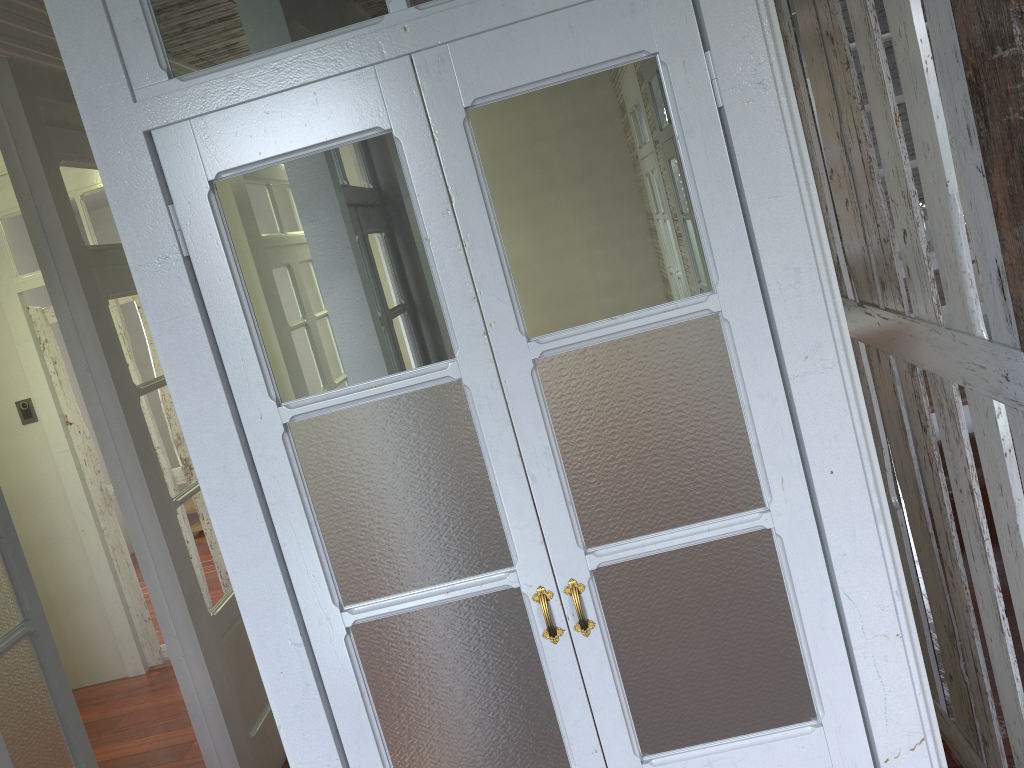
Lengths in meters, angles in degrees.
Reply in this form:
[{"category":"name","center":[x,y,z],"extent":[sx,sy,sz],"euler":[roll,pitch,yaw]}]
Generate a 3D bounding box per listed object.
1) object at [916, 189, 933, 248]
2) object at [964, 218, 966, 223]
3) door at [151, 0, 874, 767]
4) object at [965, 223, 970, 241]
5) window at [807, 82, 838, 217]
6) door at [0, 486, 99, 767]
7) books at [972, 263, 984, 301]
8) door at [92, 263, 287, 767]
[{"category":"object","center":[1.988,-0.789,4.301],"extent":[0.128,0.313,0.130],"euler":[-11,8,30]},{"category":"object","center":[2.232,-0.835,4.320],"extent":[0.088,0.270,0.088],"euler":[-15,7,1]},{"category":"door","center":[0.099,0.430,1.755],"extent":[1.056,2.166,0.041],"euler":[-15,7,5]},{"category":"object","center":[2.182,-0.765,4.211],"extent":[0.148,0.199,0.148],"euler":[-17,8,-12]},{"category":"window","center":[2.098,-1.835,7.936],"extent":[1.537,1.927,0.128],"euler":[-15,7,5]},{"category":"door","center":[-1.679,0.879,1.968],"extent":[1.194,2.168,0.482],"euler":[-18,7,-20]},{"category":"books","center":[2.427,-0.531,4.445],"extent":[0.151,0.192,0.143],"euler":[-20,9,-29]},{"category":"door","center":[-1.193,0.496,3.682],"extent":[0.041,2.073,1.085],"euler":[-15,7,6]}]
